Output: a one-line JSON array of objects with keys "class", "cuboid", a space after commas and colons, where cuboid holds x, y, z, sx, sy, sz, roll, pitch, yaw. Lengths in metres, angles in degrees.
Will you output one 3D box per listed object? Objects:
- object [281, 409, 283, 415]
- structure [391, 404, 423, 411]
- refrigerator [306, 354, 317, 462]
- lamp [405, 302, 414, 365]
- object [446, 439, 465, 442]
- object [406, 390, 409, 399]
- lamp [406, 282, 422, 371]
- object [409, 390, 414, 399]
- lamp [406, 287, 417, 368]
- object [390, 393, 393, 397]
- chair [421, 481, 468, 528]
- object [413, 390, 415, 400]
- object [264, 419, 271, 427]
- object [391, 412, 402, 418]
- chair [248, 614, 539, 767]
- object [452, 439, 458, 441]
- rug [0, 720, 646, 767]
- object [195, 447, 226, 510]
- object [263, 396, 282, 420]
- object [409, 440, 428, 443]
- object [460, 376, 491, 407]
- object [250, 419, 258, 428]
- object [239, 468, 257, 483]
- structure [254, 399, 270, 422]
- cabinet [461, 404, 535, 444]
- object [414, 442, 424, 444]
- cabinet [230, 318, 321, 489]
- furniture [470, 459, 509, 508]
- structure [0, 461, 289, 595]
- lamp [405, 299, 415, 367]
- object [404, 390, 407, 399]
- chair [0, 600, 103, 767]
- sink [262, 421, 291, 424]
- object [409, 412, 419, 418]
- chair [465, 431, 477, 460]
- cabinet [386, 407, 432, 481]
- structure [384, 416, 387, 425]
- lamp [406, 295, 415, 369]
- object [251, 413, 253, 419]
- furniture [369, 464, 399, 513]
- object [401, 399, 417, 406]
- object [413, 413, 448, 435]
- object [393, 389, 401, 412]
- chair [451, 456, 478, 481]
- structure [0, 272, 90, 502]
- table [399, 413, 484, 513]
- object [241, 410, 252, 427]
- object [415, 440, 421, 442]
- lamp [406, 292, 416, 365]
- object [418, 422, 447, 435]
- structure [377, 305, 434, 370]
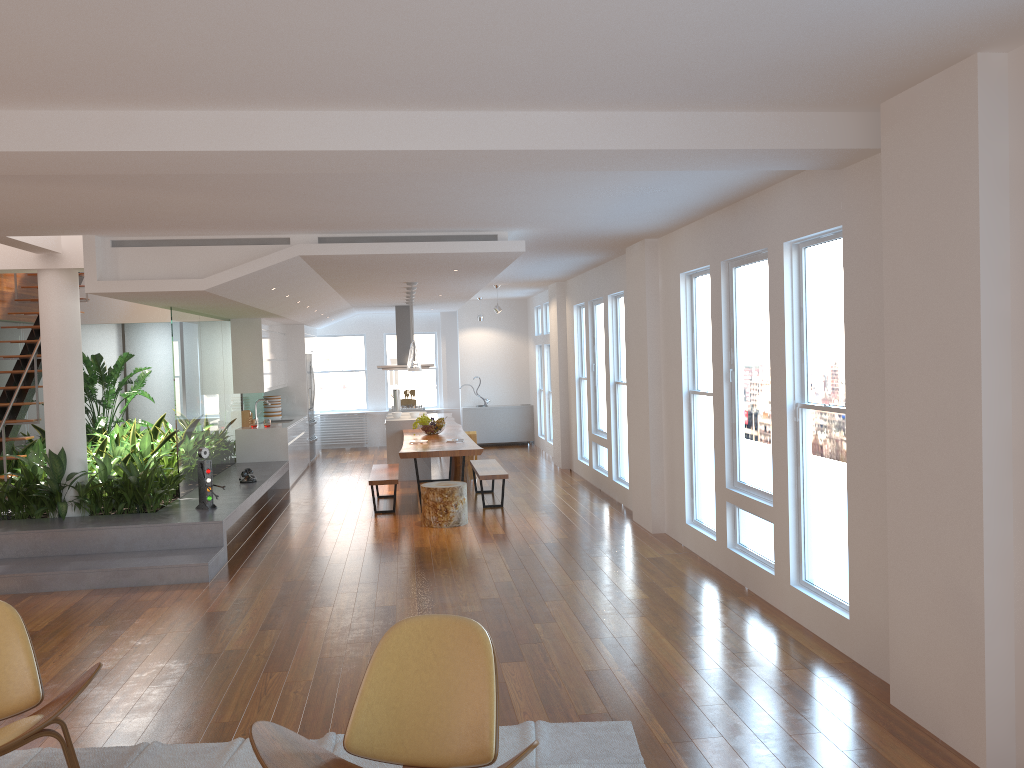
[{"class": "object", "cuboid": [-3.728, 0.435, 13.884, 0.265, 0.196, 0.284, 0, 2, 35]}, {"class": "structure", "cuboid": [-1.720, 0.385, 14.524, 0.520, 0.073, 0.650, -2, 2, -7]}, {"class": "refrigerator", "cuboid": [-3.624, 0.396, 14.709, 0.725, 1.772, 0.908, -2, 2, -7]}, {"class": "lamp", "cuboid": [-1.541, -0.785, 13.502, 0.160, 1.060, 0.160, -1, 2, 20]}, {"class": "object", "cuboid": [-0.660, 0.656, 10.274, 0.222, 0.020, 0.222, -2, 2, -15]}, {"class": "object", "cuboid": [-1.755, 0.248, 14.955, 0.057, 0.299, 0.019, -2, 2, -7]}, {"class": "lamp", "cuboid": [-1.102, -0.673, 9.915, 0.160, 1.060, 0.160, -1, 2, 20]}, {"class": "object", "cuboid": [-1.692, 0.247, 14.965, 0.068, 0.298, 0.039, -2, 2, -7]}, {"class": "lamp", "cuboid": [-1.190, -0.696, 10.632, 0.160, 1.060, 0.160, -1, 2, 20]}, {"class": "object", "cuboid": [-1.946, 0.271, 14.950, 0.199, 0.259, 0.016, -2, 2, 4]}, {"class": "chair", "cuboid": [-0.683, 1.214, 8.973, 0.460, 0.400, 0.460, -2, 2, 3]}, {"class": "object", "cuboid": [-1.658, 0.245, 14.987, 0.057, 0.294, 0.030, -2, 2, -7]}, {"class": "object", "cuboid": [-3.290, 0.527, 11.922, 0.094, 0.106, 0.094, -2, 2, -1]}, {"class": "object", "cuboid": [-1.643, 0.443, 12.646, 0.152, 0.082, 0.152, -1, 2, 32]}, {"class": "chair", "cuboid": [-0.297, 1.255, 2.871, 0.856, 0.752, 0.867, 0, 3, 43]}, {"class": "object", "cuboid": [-0.660, 0.650, 10.273, 0.079, 0.030, 0.070, 0, 2, 36]}, {"class": "rug", "cuboid": [-1.137, 1.636, 2.267, 3.525, 0.057, 3.478, -2, 2, -3]}, {"class": "object", "cuboid": [-2.745, 0.861, 8.078, 0.318, 0.565, 0.134, -1, 2, 29]}, {"class": "object", "cuboid": [-3.650, 0.363, 13.503, 0.267, 0.356, 0.266, -1, 2, 19]}, {"class": "object", "cuboid": [-1.084, 0.669, 10.270, 0.222, 0.020, 0.222, 0, 2, 34]}, {"class": "object", "cuboid": [-0.663, 0.142, 16.347, 0.590, 0.563, 0.210, -3, 2, -36]}, {"class": "object", "cuboid": [-3.476, 0.532, 11.947, 0.094, 0.106, 0.094, -2, 2, -1]}, {"class": "object", "cuboid": [-2.931, 1.008, 9.789, 0.216, 0.155, 0.181, -4, 3, -42]}, {"class": "structure", "cuboid": [-3.637, 0.478, 12.949, 0.248, 0.536, 0.115, -2, 2, -7]}, {"class": "cabinet", "cuboid": [-0.267, 0.770, 16.460, 1.309, 0.725, 0.420, -2, 2, -7]}, {"class": "object", "cuboid": [-1.082, 0.677, 10.135, 0.149, 0.014, 0.044, -2, 2, -8]}, {"class": "cabinet", "cuboid": [-3.595, 0.205, 13.958, 0.676, 2.280, 4.565, -2, 2, -7]}, {"class": "furniture", "cuboid": [-0.276, 1.161, 10.370, 0.316, 0.389, 1.433, -2, 2, -7]}, {"class": "structure", "cuboid": [-4.226, 1.330, 9.464, 3.088, 0.386, 5.584, -2, 2, -7]}, {"class": "lamp", "cuboid": [-1.453, -0.763, 12.784, 0.160, 1.060, 0.160, -1, 2, 20]}, {"class": "object", "cuboid": [-1.792, 0.249, 14.970, 0.061, 0.299, 0.040, -2, 2, -9]}, {"class": "chair", "cuboid": [-2.023, 1.291, 3.384, 0.856, 0.752, 0.867, -2, 2, -2]}, {"class": "sink", "cuboid": [-3.434, 0.669, 12.951, 0.449, 0.192, 0.666, -2, 2, -7]}, {"class": "object", "cuboid": [-1.380, 0.439, 12.553, 0.152, 0.082, 0.152, 0, 3, 44]}, {"class": "chair", "cuboid": [-0.744, 1.010, 14.432, 0.344, 0.430, 0.549, -2, 2, -3]}, {"class": "cabinet", "cuboid": [-1.596, 0.864, 13.627, 0.597, 0.832, 2.936, -2, 2, -7]}, {"class": "structure", "cuboid": [-1.747, 0.813, 14.523, 0.649, 0.735, 0.890, -2, 2, -7]}, {"class": "lamp", "cuboid": [-1.366, -0.740, 12.067, 0.160, 1.060, 0.160, -1, 2, 20]}, {"class": "object", "cuboid": [-3.666, 0.492, 12.445, 0.100, 0.170, 0.173, -2, 2, -5]}, {"class": "furniture", "cuboid": [-1.460, 1.203, 10.227, 0.316, 0.389, 1.433, -2, 2, -7]}, {"class": "object", "cuboid": [-1.789, 0.328, 14.963, 0.353, 0.157, 0.084, -2, 2, -7]}, {"class": "object", "cuboid": [-1.037, 0.507, 11.268, 0.394, 0.284, 0.292, -4, 3, -43]}, {"class": "object", "cuboid": [-1.810, 0.263, 14.048, 0.120, 0.356, 0.172, 0, 3, 41]}, {"class": "chair", "cuboid": [-0.680, 1.079, 12.210, 0.396, 0.455, 0.402, -2, 2, -17]}, {"class": "structure", "cuboid": [-4.581, -0.767, 10.023, 2.552, 4.265, 4.591, -2, 2, -7]}, {"class": "table", "cuboid": [-1.092, 0.959, 12.285, 0.893, 0.704, 5.996, -2, 2, -7]}, {"class": "object", "cuboid": [-3.651, 0.475, 12.197, 0.104, 0.222, 0.200, -2, 2, -7]}, {"class": "object", "cuboid": [-1.084, 0.663, 10.270, 0.070, 0.030, 0.079, -4, 3, -44]}, {"class": "lamp", "cuboid": [-1.278, -0.718, 11.349, 0.160, 1.060, 0.160, -1, 2, 20]}, {"class": "object", "cuboid": [-1.008, 0.569, 11.259, 0.360, 0.159, 0.360, -4, 3, -43]}, {"class": "structure", "cuboid": [-1.755, -0.943, 14.451, 0.909, 1.405, 0.900, -2, 2, -7]}]
